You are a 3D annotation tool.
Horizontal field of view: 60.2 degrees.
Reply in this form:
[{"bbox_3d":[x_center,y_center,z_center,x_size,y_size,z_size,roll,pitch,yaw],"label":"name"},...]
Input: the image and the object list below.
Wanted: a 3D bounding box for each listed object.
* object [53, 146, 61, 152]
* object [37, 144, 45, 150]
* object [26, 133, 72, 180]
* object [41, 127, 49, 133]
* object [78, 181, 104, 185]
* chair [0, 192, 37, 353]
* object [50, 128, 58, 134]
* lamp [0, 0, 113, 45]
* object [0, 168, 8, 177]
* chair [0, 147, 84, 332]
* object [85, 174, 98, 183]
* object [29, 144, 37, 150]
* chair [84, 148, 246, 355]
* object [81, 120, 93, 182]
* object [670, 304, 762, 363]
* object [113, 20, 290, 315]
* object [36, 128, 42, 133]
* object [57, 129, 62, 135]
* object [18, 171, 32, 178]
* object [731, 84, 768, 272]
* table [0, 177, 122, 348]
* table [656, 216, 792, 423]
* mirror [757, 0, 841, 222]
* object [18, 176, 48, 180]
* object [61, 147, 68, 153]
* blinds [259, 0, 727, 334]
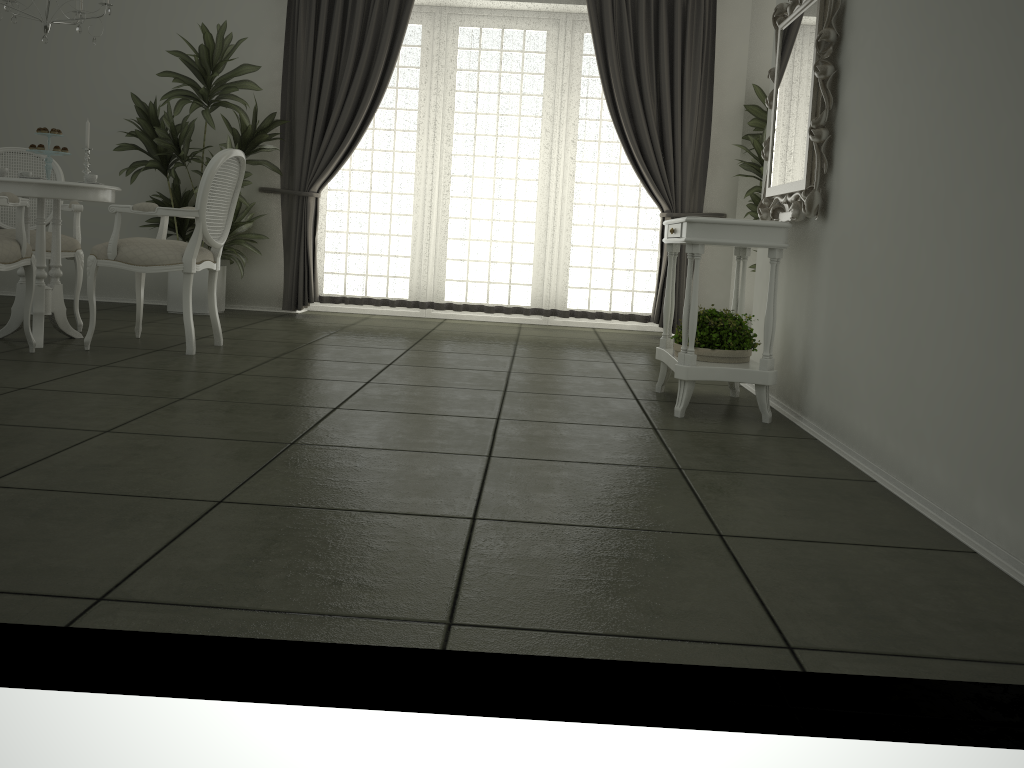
[{"bbox_3d":[-2.339,-1.210,4.539,0.039,0.032,0.040,-2,9,-37],"label":"object"},{"bbox_3d":[-2.403,-1.208,4.504,0.039,0.032,0.040,-1,8,-32],"label":"object"},{"bbox_3d":[-2.404,-1.170,4.581,0.212,0.247,0.211,7,7,34],"label":"object"},{"bbox_3d":[-2.397,-1.301,4.530,0.039,0.032,0.040,6,8,22],"label":"object"},{"bbox_3d":[-2.199,-1.044,4.612,0.118,0.015,0.120,2,9,-8],"label":"object"},{"bbox_3d":[-2.503,-0.632,3.856,0.594,1.056,0.696,3,6,-8],"label":"chair"},{"bbox_3d":[-2.361,-1.302,4.550,0.039,0.032,0.040,4,7,7],"label":"object"},{"bbox_3d":[-2.298,-2.975,4.433,0.592,2.422,0.598,2,4,-21],"label":"lamp"},{"bbox_3d":[-2.503,-1.032,4.313,0.062,0.049,0.078,5,8,11],"label":"object"},{"bbox_3d":[-2.856,-0.861,5.146,0.595,1.056,0.696,0,6,-33],"label":"chair"},{"bbox_3d":[-2.193,-1.069,4.616,0.063,0.049,0.078,8,9,34],"label":"object"},{"bbox_3d":[-2.465,-1.218,4.543,0.039,0.032,0.040,-2,9,-37],"label":"object"},{"bbox_3d":[-1.786,-0.718,4.647,0.690,1.056,0.600,4,5,2],"label":"chair"},{"bbox_3d":[-2.286,-1.248,4.749,0.088,0.362,0.088,2,4,-21],"label":"object"},{"bbox_3d":[0.880,-0.228,3.832,0.374,0.230,0.350,3,8,-3],"label":"object"},{"bbox_3d":[-2.323,-1.569,6.491,1.164,2.082,1.045,5,5,19],"label":"object"},{"bbox_3d":[-2.432,-1.306,4.552,0.040,0.032,0.039,8,8,32],"label":"object"},{"bbox_3d":[-2.360,-1.309,4.591,0.039,0.032,0.040,-3,10,-42],"label":"object"},{"bbox_3d":[-2.592,-1.106,4.704,0.062,0.049,0.078,1,8,-18],"label":"object"},{"bbox_3d":[2.219,-1.312,6.535,1.164,2.082,1.045,5,5,19],"label":"object"},{"bbox_3d":[-2.448,-0.634,4.597,0.740,0.824,0.747,3,6,-2],"label":"table"},{"bbox_3d":[0.876,-0.303,3.826,0.432,0.800,0.704,3,6,1],"label":"table"},{"bbox_3d":[1.218,-1.293,3.757,0.082,1.200,0.844,3,6,1],"label":"mirror"},{"bbox_3d":[-2.355,-1.009,4.343,0.118,0.015,0.120,2,9,-8],"label":"object"},{"bbox_3d":[-2.336,-1.222,4.613,0.039,0.032,0.040,6,8,22],"label":"object"},{"bbox_3d":[-0.145,-1.753,6.838,3.659,2.586,0.665,4,4,2],"label":"blinds"}]
